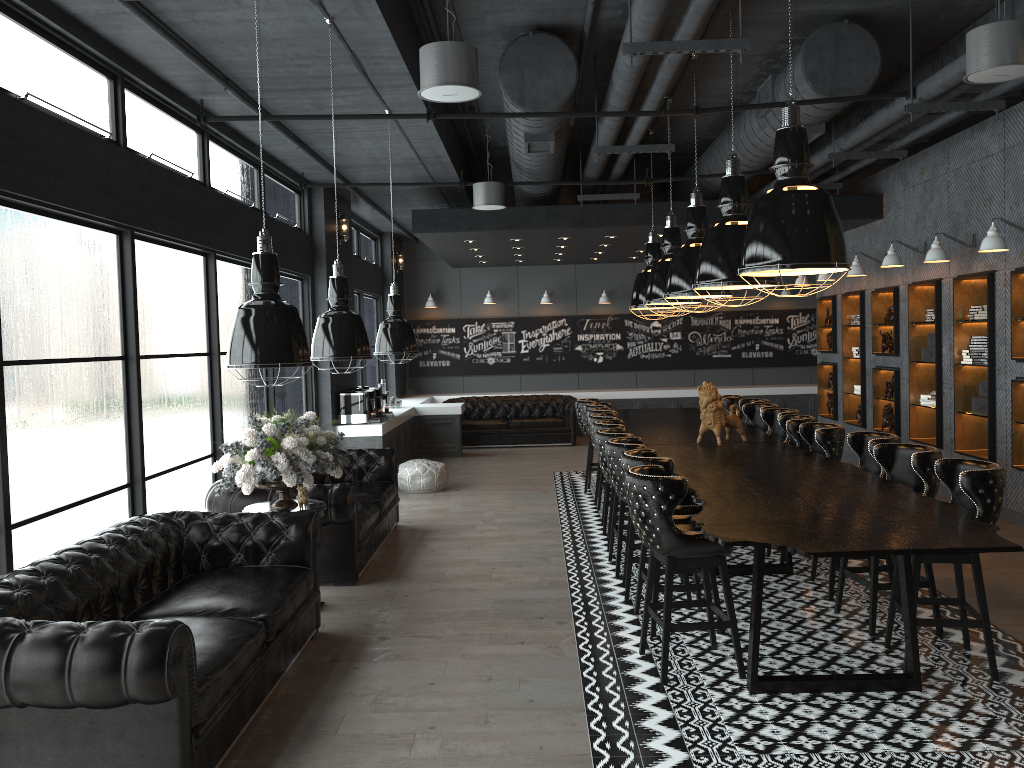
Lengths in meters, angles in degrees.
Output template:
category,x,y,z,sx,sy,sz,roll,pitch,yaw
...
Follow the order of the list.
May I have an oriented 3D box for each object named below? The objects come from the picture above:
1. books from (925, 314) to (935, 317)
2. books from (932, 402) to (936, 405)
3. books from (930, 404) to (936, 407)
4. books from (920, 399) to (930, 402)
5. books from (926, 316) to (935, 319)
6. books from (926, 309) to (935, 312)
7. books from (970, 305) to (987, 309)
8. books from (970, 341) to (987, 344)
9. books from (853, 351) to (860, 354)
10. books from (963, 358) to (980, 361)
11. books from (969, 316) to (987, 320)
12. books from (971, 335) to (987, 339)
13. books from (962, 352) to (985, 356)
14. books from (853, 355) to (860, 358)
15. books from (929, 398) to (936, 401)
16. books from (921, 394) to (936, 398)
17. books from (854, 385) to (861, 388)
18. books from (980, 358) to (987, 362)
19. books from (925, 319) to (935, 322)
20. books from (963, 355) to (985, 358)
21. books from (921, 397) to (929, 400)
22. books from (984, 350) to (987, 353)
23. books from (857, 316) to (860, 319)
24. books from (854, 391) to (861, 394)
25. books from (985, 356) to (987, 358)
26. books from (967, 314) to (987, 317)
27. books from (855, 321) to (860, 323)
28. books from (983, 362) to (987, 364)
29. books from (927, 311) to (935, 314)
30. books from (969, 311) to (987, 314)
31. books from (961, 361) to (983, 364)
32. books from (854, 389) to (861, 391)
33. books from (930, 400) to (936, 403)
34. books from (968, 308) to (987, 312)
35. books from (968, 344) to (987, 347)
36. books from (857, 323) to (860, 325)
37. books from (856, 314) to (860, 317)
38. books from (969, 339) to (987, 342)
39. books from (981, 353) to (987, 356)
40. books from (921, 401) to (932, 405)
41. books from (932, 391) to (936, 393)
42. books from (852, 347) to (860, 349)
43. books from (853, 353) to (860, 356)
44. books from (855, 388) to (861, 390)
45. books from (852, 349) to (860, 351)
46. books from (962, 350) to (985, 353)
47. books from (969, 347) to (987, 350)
category,x,y,z,sx,sy,sz,roll,pitch,yaw
books,4.764,-0.769,9.880,0.193,0.028,0.245,-2,3,-7
books,4.744,0.215,9.773,0.158,0.021,0.224,-1,3,11
books,4.737,0.236,9.767,0.167,0.023,0.228,-2,3,2
books,4.785,0.185,10.068,0.166,0.024,0.227,-3,3,-30
books,4.756,-0.741,9.895,0.193,0.028,0.245,-1,3,13
books,4.763,-0.825,9.882,0.193,0.028,0.245,-1,3,5
books,4.768,-0.778,8.917,0.193,0.028,0.245,-2,3,2
books,4.751,-0.414,8.861,0.193,0.028,0.245,-3,3,-28
books,4.805,-0.434,12.089,0.245,0.028,0.193,-2,3,2
books,4.715,-0.248,8.940,0.245,0.028,0.193,-2,3,1
books,4.732,-0.664,8.925,0.193,0.028,0.245,-1,3,18
books,4.748,-0.469,8.841,0.193,0.028,0.245,-3,3,-23
books,4.700,-0.305,8.958,0.245,0.028,0.193,-1,3,15
books,4.817,-0.378,12.091,0.245,0.028,0.193,-2,3,-2
books,4.737,0.173,9.771,0.205,0.019,0.264,-2,3,1
books,4.787,0.136,10.052,0.225,0.029,0.179,-2,3,-13
books,4.830,0.031,12.134,0.225,0.029,0.179,-2,3,-15
books,4.727,-0.235,8.684,0.193,0.028,0.245,-1,3,13
books,4.767,-0.713,9.905,0.193,0.028,0.245,-2,3,2
books,4.734,-0.279,8.988,0.245,0.028,0.193,-1,3,8
books,4.808,0.160,10.088,0.243,0.024,0.175,-2,3,1
books,4.773,-0.320,8.648,0.193,0.028,0.245,-2,3,-3
books,4.809,-0.901,11.958,0.193,0.028,0.245,-3,3,-18
books,4.837,0.111,12.126,0.179,0.034,0.243,-3,3,-29
books,4.785,-0.264,8.669,0.193,0.028,0.245,-2,3,-2
books,4.731,-0.694,8.952,0.193,0.028,0.245,-1,3,13
books,4.794,-0.845,11.975,0.193,0.028,0.245,-2,3,-11
books,4.757,-0.207,8.664,0.193,0.028,0.245,-1,3,6
books,4.785,-0.799,9.922,0.193,0.028,0.245,-1,3,8
books,4.750,-0.721,8.930,0.193,0.028,0.245,-1,3,10
books,4.717,-0.221,8.981,0.245,0.028,0.193,-2,3,-5
books,4.828,0.081,12.141,0.166,0.024,0.227,-2,3,-12
books,4.743,0.193,9.774,0.202,0.022,0.228,-1,3,4
books,4.759,-0.749,8.926,0.193,0.028,0.245,-2,3,-6
books,4.719,-0.383,8.842,0.193,0.028,0.245,-3,3,-26
books,4.812,-0.816,11.961,0.193,0.028,0.245,-3,3,-19
books,4.809,-0.929,11.956,0.193,0.028,0.245,-3,3,-26
books,4.736,-0.441,8.848,0.193,0.028,0.245,-4,4,-37
books,4.765,-0.293,8.687,0.193,0.028,0.245,-2,3,-8
books,4.794,0.214,10.054,0.179,0.034,0.243,-3,3,-19
books,4.767,0.086,9.765,0.185,0.024,0.212,-2,3,-4
books,4.804,-0.491,12.107,0.245,0.028,0.193,-2,3,-5
books,4.783,-0.403,12.051,0.245,0.028,0.193,-1,3,11
books,4.850,0.057,12.141,0.243,0.024,0.175,-2,3,-7
books,4.794,-0.463,12.109,0.245,0.028,0.193,-1,3,5
books,4.721,-0.334,8.976,0.245,0.028,0.193,-1,3,9
books,4.728,-0.355,8.841,0.193,0.028,0.245,-3,3,-29
